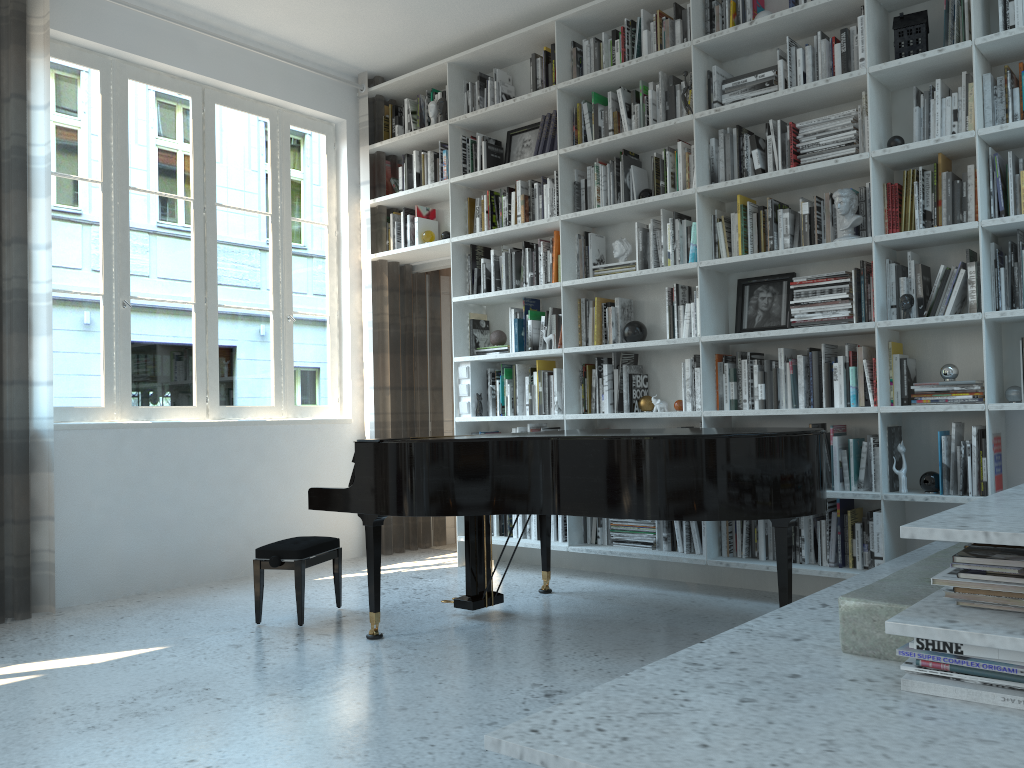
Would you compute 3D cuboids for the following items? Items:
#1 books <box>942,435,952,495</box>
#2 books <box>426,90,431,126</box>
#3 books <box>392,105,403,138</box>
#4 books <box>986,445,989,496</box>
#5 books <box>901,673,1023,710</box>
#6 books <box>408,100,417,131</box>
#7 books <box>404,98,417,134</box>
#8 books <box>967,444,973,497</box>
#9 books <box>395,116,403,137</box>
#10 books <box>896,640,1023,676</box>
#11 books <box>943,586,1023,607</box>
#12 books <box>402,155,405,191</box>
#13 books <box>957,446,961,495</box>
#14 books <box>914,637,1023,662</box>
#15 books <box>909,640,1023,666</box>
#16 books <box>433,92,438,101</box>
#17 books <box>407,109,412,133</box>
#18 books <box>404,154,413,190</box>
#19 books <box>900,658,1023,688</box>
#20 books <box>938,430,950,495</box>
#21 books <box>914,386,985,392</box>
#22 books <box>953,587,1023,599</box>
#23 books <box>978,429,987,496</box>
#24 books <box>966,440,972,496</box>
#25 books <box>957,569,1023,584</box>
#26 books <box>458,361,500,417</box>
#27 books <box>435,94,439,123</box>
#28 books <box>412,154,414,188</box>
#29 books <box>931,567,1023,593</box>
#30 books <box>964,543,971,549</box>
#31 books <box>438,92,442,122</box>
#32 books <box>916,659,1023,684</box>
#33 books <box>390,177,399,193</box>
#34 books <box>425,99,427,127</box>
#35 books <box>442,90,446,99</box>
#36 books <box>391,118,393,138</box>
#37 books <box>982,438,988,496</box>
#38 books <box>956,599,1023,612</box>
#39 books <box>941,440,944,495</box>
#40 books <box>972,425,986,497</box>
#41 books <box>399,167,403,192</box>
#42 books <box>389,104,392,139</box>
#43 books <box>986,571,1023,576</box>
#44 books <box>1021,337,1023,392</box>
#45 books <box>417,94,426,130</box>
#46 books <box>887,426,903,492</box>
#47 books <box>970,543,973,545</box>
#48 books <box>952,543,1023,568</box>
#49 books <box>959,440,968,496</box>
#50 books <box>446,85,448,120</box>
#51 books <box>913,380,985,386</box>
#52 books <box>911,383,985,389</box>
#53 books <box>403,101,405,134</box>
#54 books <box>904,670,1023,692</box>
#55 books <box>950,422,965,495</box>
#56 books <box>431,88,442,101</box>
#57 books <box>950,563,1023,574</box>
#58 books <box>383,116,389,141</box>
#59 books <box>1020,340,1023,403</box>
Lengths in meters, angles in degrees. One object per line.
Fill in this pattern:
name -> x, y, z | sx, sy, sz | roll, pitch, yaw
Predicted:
books -> 1.838, 0.338, 3.720 | 0.014, 0.245, 0.176 | -3, -2, 40
books -> -0.508, -1.765, 5.839 | 0.014, 0.304, 0.145 | -3, -2, 40
books -> -0.735, -1.736, 6.013 | 0.025, 0.269, 0.177 | -3, -2, 40
books -> 1.970, 0.352, 3.633 | 0.012, 0.206, 0.160 | -3, -2, 40
books -> 0.929, 0.586, 1.739 | 0.262, 0.023, 0.200 | -3, -3, 38
books -> -0.601, -1.740, 5.890 | 0.057, 0.262, 0.190 | -3, -2, 40
books -> -0.639, -1.748, 5.943 | 0.028, 0.283, 0.189 | -3, -2, 40
books -> 1.906, 0.351, 3.652 | 0.011, 0.212, 0.178 | -3, -2, 40
books -> -0.714, -1.695, 5.996 | 0.028, 0.186, 0.182 | -3, -2, 40
books -> 0.939, 0.538, 1.754 | 0.292, 0.012, 0.159 | -3, -3, 43
books -> 1.063, 0.452, 1.939 | 0.161, 0.014, 0.212 | -3, -3, 44
books -> -0.677, -1.384, 5.986 | 0.011, 0.296, 0.162 | -3, -2, 40
books -> 1.885, 0.358, 3.703 | 0.013, 0.202, 0.139 | -3, -2, 40
books -> 0.937, 0.509, 1.754 | 0.234, 0.025, 0.157 | -3, -3, 35
books -> 0.946, 0.527, 1.764 | 0.257, 0.010, 0.132 | -3, -3, 44
books -> -0.453, -1.753, 5.800 | 0.013, 0.275, 0.158 | -3, -2, 40
books -> -0.622, -1.710, 5.916 | 0.030, 0.206, 0.175 | -3, -2, 40
books -> -0.640, -1.380, 5.931 | 0.023, 0.282, 0.186 | -3, -2, 40
books -> 0.941, 0.564, 1.755 | 0.285, 0.008, 0.159 | -3, -3, 38
books -> 1.826, 0.330, 3.741 | 0.005, 0.264, 0.162 | -3, -2, 40
books -> 1.861, 0.022, 3.752 | 0.254, 0.012, 0.161 | -3, -3, 40
books -> 1.067, 0.438, 1.935 | 0.152, 0.015, 0.208 | -3, -3, 37
books -> 1.950, 0.320, 3.652 | 0.015, 0.270, 0.157 | -3, -2, 40
books -> 1.908, 0.345, 3.672 | 0.012, 0.225, 0.149 | -3, -2, 40
books -> 1.075, 0.405, 1.929 | 0.137, 0.012, 0.242 | -3, -3, 41
books -> -0.201, 0.035, 5.517 | 0.106, 0.340, 0.307 | -3, -2, 40
books -> -0.431, -1.739, 5.764 | 0.025, 0.243, 0.167 | -3, -2, 40
books -> -0.606, -1.384, 5.932 | 0.028, 0.288, 0.132 | -3, -2, 40
books -> 1.057, 0.418, 1.944 | 0.185, 0.014, 0.297 | -3, -3, 39
books -> 1.233, 0.388, 2.158 | 0.187, 0.009, 0.250 | -3, -3, 40
books -> -0.408, -1.745, 5.756 | 0.021, 0.253, 0.179 | -3, -2, 40
books -> 0.936, 0.550, 1.750 | 0.210, 0.012, 0.168 | -3, -3, 44
books -> -0.747, -1.320, 6.056 | 0.121, 0.175, 0.129 | -3, -2, 40
books -> -0.516, -1.741, 5.863 | 0.030, 0.257, 0.130 | -3, -2, 40
books -> -0.391, -1.749, 5.738 | 0.027, 0.259, 0.147 | -3, -2, 40
books -> -0.750, -1.697, 6.032 | 0.024, 0.194, 0.167 | -3, -2, 40
books -> 1.952, 0.338, 3.632 | 0.013, 0.233, 0.149 | -3, -2, 40
books -> 1.075, 0.463, 1.928 | 0.144, 0.009, 0.249 | -3, -3, 40
books -> 1.839, 0.347, 3.741 | 0.012, 0.229, 0.129 | -3, -2, 40
books -> 1.923, 0.314, 3.648 | 0.021, 0.285, 0.172 | -3, -2, 40
books -> -0.695, -1.344, 5.998 | 0.034, 0.217, 0.166 | -3, -2, 40
books -> -0.768, -1.742, 6.043 | 0.014, 0.286, 0.175 | -3, -2, 40
books -> 1.091, 0.392, 1.915 | 0.091, 0.011, 0.190 | -3, -3, 38
books -> 2.106, -0.054, 3.602 | 0.023, 0.262, 0.186 | -3, -2, 40
books -> -0.555, -1.752, 5.871 | 0.039, 0.282, 0.181 | -3, -2, 40
books -> 1.692, 0.329, 3.910 | 0.012, 0.285, 0.159 | -3, -2, 40
books -> 1.234, 0.372, 2.157 | 0.168, 0.013, 0.281 | -3, -3, 37
books -> 1.068, 0.372, 1.935 | 0.149, 0.014, 0.228 | -3, -3, 38
books -> 1.883, 0.346, 3.672 | 0.026, 0.224, 0.175 | -3, -2, 40
books -> -0.368, -1.766, 5.735 | 0.013, 0.292, 0.154 | -3, -2, 40
books -> 1.862, -0.002, 3.755 | 0.161, 0.012, 0.254 | 1, -3, -41
books -> 1.867, 0.010, 3.759 | 0.285, 0.012, 0.159 | -3, -3, 44
books -> -0.671, -1.745, 5.972 | 0.010, 0.281, 0.160 | -3, -2, 40
books -> 0.941, 0.572, 1.755 | 0.264, 0.006, 0.164 | -3, -3, 41
books -> 1.867, 0.310, 3.720 | 0.032, 0.300, 0.149 | -3, -2, 40
books -> -0.486, -1.771, 5.833 | 0.029, 0.314, 0.129 | -3, -2, 40
books -> 1.071, 0.384, 1.932 | 0.132, 0.009, 0.269 | -3, -3, 44
books -> -0.815, -1.706, 6.080 | 0.014, 0.219, 0.188 | -3, -2, 40
books -> 2.105, -0.049, 3.629 | 0.012, 0.254, 0.161 | -3, -2, 40
